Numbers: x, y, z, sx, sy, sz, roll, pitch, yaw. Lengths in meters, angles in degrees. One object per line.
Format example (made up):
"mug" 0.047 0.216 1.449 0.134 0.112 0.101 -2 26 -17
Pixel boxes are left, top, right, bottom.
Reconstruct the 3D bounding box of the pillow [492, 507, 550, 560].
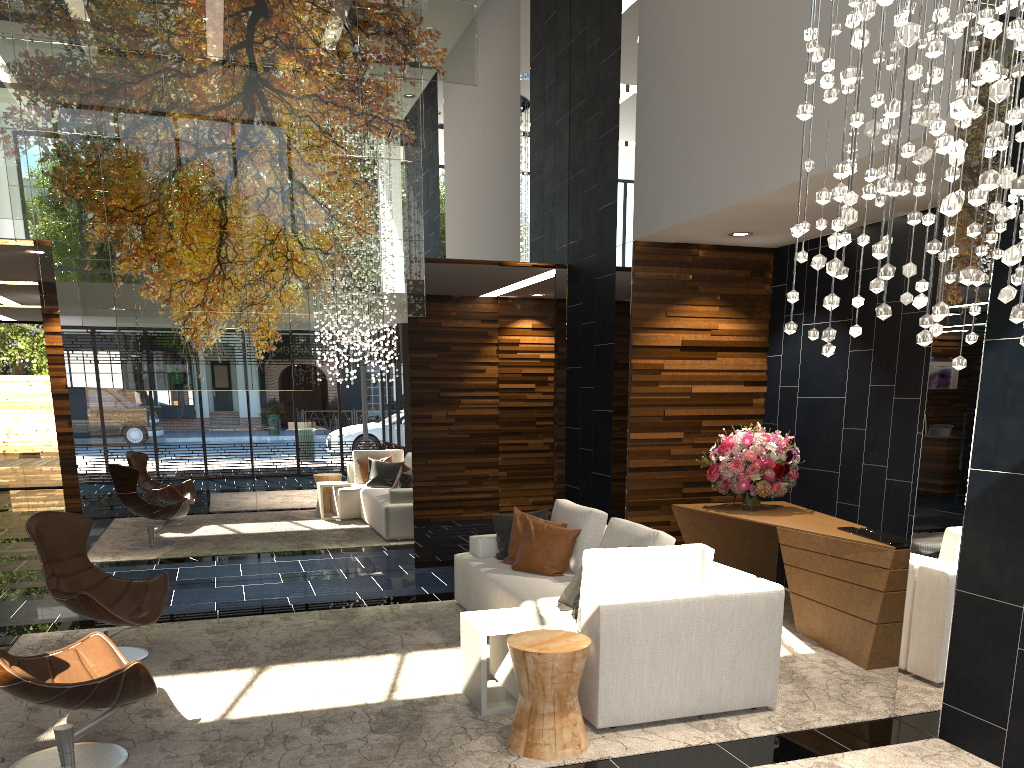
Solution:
"pillow" 0.064 1.106 6.368 0.550 0.430 0.247 2 9 29

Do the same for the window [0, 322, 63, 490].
"window" -8.912 0.396 14.678 3.945 2.946 0.057 -1 12 -18

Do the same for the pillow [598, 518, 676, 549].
"pillow" 0.718 1.079 5.318 0.289 0.450 0.700 -3 4 -18

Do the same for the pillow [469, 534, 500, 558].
"pillow" -0.014 1.232 6.652 0.621 0.157 0.234 0 3 -23

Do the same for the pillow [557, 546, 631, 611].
"pillow" 0.478 1.132 5.032 0.296 0.377 0.494 4 6 31

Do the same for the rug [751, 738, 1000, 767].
"rug" 0.816 1.710 2.582 3.407 0.006 2.278 0 0 -18

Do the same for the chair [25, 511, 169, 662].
"chair" -2.571 1.263 5.294 0.788 0.964 0.651 1 8 9

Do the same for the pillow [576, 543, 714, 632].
"pillow" 0.694 1.068 4.499 0.710 0.476 0.210 -1 10 -17

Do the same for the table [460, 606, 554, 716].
"table" -0.031 1.489 4.665 0.399 0.483 0.387 -3 8 -18

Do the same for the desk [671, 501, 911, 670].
"desk" 2.120 1.356 6.245 0.987 0.772 2.188 -2 1 -19

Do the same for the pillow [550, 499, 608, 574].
"pillow" 0.435 1.080 6.149 0.246 0.466 0.700 -3 4 -19

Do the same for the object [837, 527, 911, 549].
"object" 2.336 0.966 5.444 0.241 0.027 0.692 0 0 -8

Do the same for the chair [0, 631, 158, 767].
"chair" -1.961 1.250 3.754 0.666 0.963 0.772 7 10 39

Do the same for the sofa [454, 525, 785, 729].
"sofa" 0.345 1.379 5.567 1.287 0.704 2.780 -1 1 -19

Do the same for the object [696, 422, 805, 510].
"object" 1.869 0.635 6.682 0.686 0.701 0.643 -3 7 -27

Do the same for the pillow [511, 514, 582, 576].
"pillow" 0.216 1.124 5.968 0.513 0.427 0.262 4 10 41

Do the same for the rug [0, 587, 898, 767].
"rug" -0.108 1.735 5.435 5.884 0.006 3.134 0 0 -18

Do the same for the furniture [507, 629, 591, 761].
"furniture" 0.172 1.457 4.065 0.391 0.540 0.379 2 8 16

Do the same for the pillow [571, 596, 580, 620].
"pillow" 0.544 1.128 4.866 0.251 0.429 0.544 8 8 40

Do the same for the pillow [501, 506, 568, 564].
"pillow" 0.155 1.101 6.174 0.543 0.446 0.237 3 10 36
